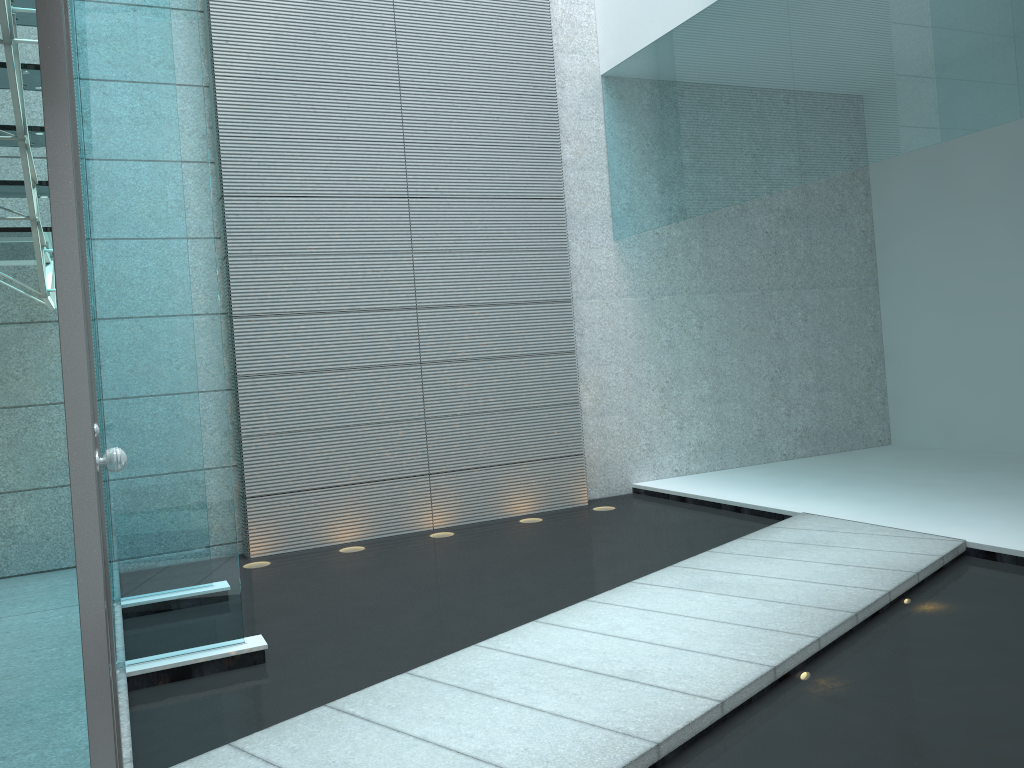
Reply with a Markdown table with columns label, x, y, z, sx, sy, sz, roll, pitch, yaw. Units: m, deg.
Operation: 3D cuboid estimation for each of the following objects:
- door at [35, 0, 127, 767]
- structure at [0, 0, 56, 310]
| label | x | y | z | sx | sy | sz | roll | pitch | yaw |
| --- | --- | --- | --- | --- | --- | --- | --- | --- | --- |
| door | -0.699 | -0.174 | 1.475 | 0.076 | 2.065 | 0.864 | -4 | 0 | -25 |
| structure | -2.419 | -2.047 | 2.564 | 1.912 | 6.009 | 3.292 | -4 | 0 | -25 |
